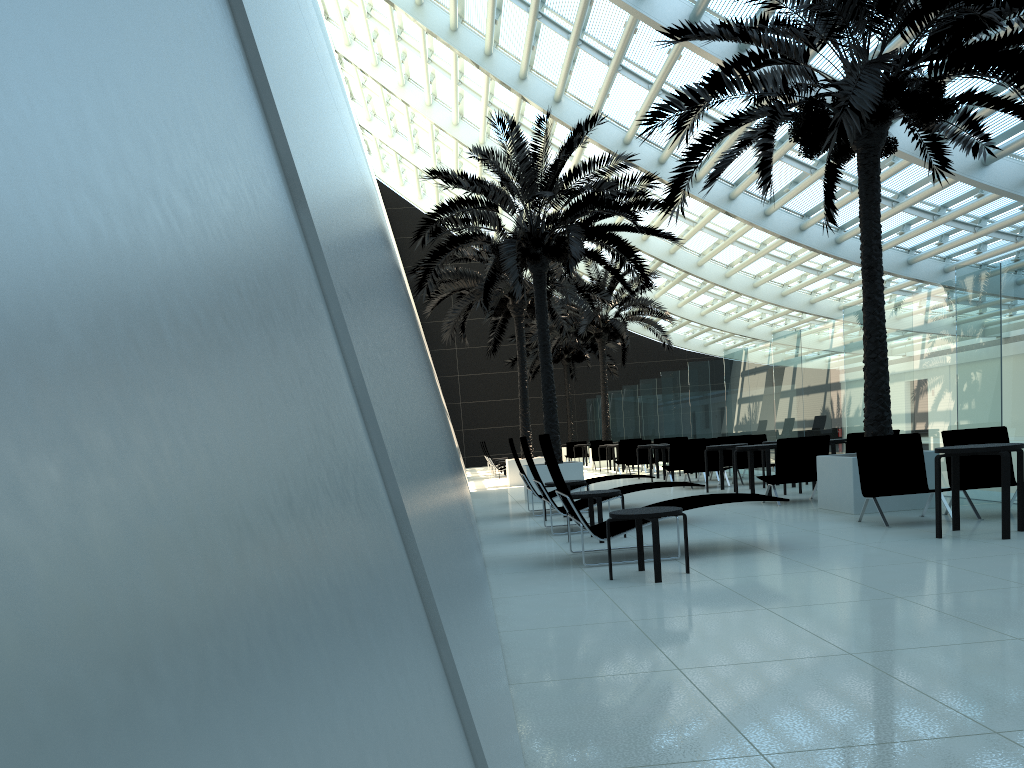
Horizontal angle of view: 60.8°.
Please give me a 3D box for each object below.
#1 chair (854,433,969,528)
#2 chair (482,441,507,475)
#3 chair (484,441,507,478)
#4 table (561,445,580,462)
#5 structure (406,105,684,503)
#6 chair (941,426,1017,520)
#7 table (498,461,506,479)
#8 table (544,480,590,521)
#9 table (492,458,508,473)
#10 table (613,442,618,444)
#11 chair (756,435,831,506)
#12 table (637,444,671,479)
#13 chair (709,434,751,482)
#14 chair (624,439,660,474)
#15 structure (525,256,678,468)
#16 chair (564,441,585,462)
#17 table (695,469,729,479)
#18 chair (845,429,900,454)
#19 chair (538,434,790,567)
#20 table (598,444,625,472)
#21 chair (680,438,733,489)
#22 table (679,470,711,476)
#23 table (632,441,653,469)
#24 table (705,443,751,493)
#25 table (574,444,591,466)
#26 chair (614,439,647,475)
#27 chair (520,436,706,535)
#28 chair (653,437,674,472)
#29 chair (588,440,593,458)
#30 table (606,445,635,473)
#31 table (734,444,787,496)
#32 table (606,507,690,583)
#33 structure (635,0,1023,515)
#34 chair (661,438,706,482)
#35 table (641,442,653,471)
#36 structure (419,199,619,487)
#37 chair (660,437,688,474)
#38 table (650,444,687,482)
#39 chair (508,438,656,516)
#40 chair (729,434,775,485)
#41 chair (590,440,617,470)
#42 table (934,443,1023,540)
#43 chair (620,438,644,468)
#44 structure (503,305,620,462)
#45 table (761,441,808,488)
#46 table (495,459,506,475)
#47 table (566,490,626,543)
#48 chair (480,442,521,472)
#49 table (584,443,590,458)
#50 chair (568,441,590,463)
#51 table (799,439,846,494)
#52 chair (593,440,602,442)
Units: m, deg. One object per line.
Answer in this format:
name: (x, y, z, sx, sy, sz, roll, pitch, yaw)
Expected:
chair: (3.973, 0.947, 8.712, 0.715, 0.895, 0.881, -4, 2, -3)
chair: (0.040, 2.459, 29.729, 2.035, 1.169, 0.914, -4, 3, -3)
chair: (0.191, 2.282, 27.159, 2.035, 1.169, 0.914, -4, 3, -3)
table: (2.373, 2.864, 35.703, 0.681, 0.788, 0.672, -2, 3, 44)
structure: (0.619, -1.334, 15.434, 4.608, 6.898, 4.265, -6, 4, -25)
chair: (4.901, 0.880, 8.758, 0.715, 0.895, 0.881, -4, 2, -3)
table: (-0.097, 2.557, 26.017, 0.556, 0.522, 0.547, -3, 2, 35)
table: (0.738, 1.580, 11.837, 0.556, 0.522, 0.547, -3, 2, 40)
table: (-0.404, 2.917, 31.236, 0.556, 0.522, 0.547, -3, 2, 40)
table: (3.593, 2.506, 31.578, 0.682, 0.788, 0.671, -3, 3, 35)
chair: (3.804, 1.161, 11.835, 0.715, 0.895, 0.881, -4, 2, -3)
table: (3.291, 1.800, 20.268, 0.682, 0.788, 0.671, -3, 3, 35)
chair: (4.391, 1.492, 17.668, 0.715, 0.895, 0.881, -4, 2, -3)
chair: (3.217, 1.833, 21.563, 0.715, 0.895, 0.881, -4, 2, -3)
structure: (2.962, -0.732, 28.989, 4.810, 7.086, 4.409, -5, 4, -10)
chair: (2.468, 2.724, 34.522, 0.715, 0.895, 0.881, -4, 2, -3)
table: (4.333, 1.630, 18.851, 0.682, 0.788, 0.671, -2, 3, 39)
chair: (4.732, 1.094, 11.881, 0.715, 0.895, 0.881, -4, 2, -3)
chair: (1.328, 0.951, 7.840, 2.035, 1.169, 0.914, -4, 3, -3)
table: (2.961, 2.186, 25.870, 0.682, 0.788, 0.671, -3, 3, 35)
chair: (3.549, 1.443, 15.914, 0.715, 0.895, 0.881, -4, 2, -3)
table: (4.256, 1.730, 20.315, 0.682, 0.788, 0.671, -3, 3, 35)
table: (3.926, 2.116, 25.917, 0.682, 0.788, 0.671, -3, 3, 35)
table: (3.622, 1.412, 14.631, 0.682, 0.788, 0.671, -3, 3, 35)
table: (2.628, 2.576, 31.531, 0.682, 0.788, 0.671, -3, 3, 35)
chair: (3.131, 1.948, 23.259, 0.715, 0.895, 0.881, -4, 2, -3)
chair: (1.177, 1.128, 10.410, 2.035, 1.169, 0.914, -4, 3, -3)
chair: (4.060, 1.881, 23.305, 0.715, 0.895, 0.881, -4, 2, -3)
chair: (3.397, 2.657, 34.568, 0.715, 0.895, 0.881, -4, 2, -3)
table: (3.036, 2.088, 24.440, 0.682, 0.788, 0.671, -2, 3, 39)
table: (3.708, 1.301, 13.015, 0.682, 0.788, 0.671, -2, 3, 39)
table: (1.040, 1.226, 6.698, 0.556, 0.522, 0.547, -3, 2, 40)
structure: (4.093, -2.050, 9.866, 4.835, 7.086, 4.385, -3, 4, 15)
chair: (3.463, 1.560, 17.623, 0.715, 0.895, 0.881, -4, 2, -3)
table: (4.001, 2.018, 24.487, 0.682, 0.788, 0.671, -2, 3, 39)
structure: (0.059, -0.937, 21.415, 4.303, 6.959, 4.569, -2, 4, 30)
chair: (4.145, 1.765, 21.609, 0.715, 0.895, 0.881, -4, 2, -3)
table: (3.368, 1.700, 18.803, 0.682, 0.788, 0.671, -2, 3, 39)
chair: (1.026, 1.305, 12.979, 2.035, 1.169, 0.914, -4, 3, -3)
chair: (4.477, 1.376, 15.960, 0.715, 0.895, 0.881, -4, 2, -3)
chair: (2.888, 2.217, 27.140, 0.715, 0.895, 0.881, -4, 2, -3)
table: (4.040, 0.924, 7.543, 0.681, 0.788, 0.672, -2, 3, 44)
chair: (3.817, 2.149, 27.186, 0.715, 0.895, 0.881, -4, 2, -3)
structure: (2.509, -0.174, 37.126, 4.424, 7.084, 4.796, -6, 4, -25)
table: (4.588, 1.342, 14.679, 0.682, 0.788, 0.671, -3, 3, 35)
table: (-0.248, 2.734, 28.587, 0.556, 0.522, 0.547, -3, 2, 40)
table: (0.889, 1.403, 9.268, 0.556, 0.522, 0.547, -3, 2, 40)
chair: (-0.116, 2.641, 32.378, 2.035, 1.169, 0.914, -4, 3, -3)
table: (3.338, 2.794, 35.750, 0.681, 0.788, 0.672, -2, 3, 44)
chair: (2.554, 2.608, 32.826, 0.715, 0.895, 0.881, -4, 2, -3)
table: (4.674, 1.231, 13.063, 0.682, 0.788, 0.671, -2, 3, 39)
chair: (3.482, 2.541, 32.871, 0.715, 0.895, 0.881, -4, 2, -3)
